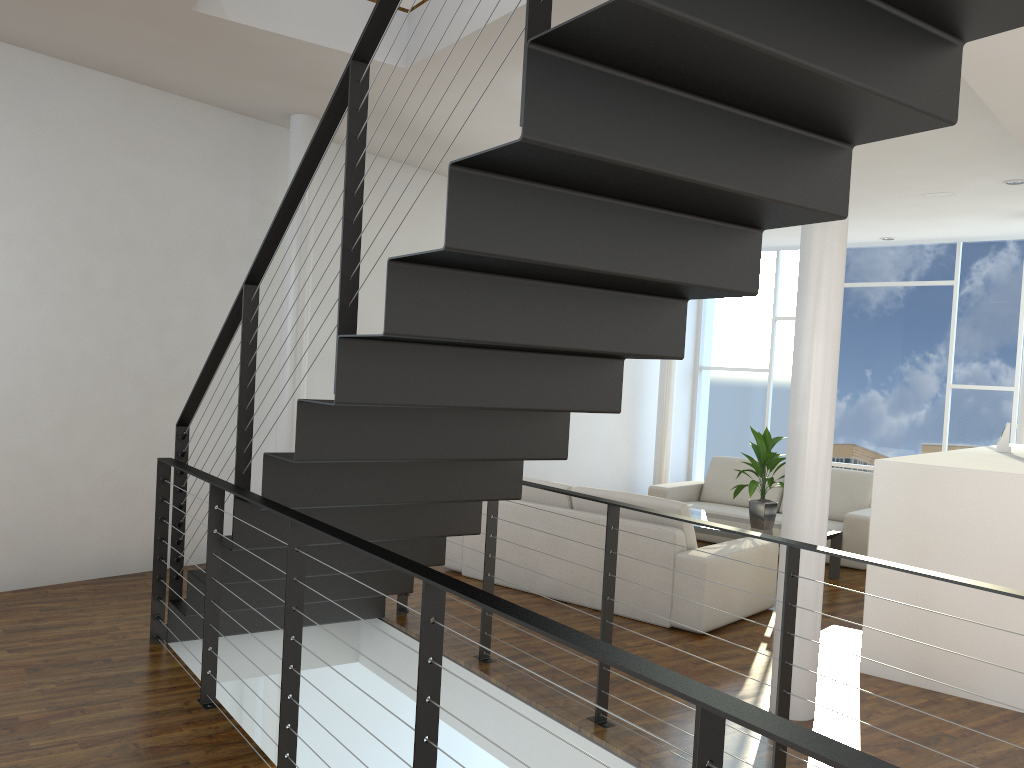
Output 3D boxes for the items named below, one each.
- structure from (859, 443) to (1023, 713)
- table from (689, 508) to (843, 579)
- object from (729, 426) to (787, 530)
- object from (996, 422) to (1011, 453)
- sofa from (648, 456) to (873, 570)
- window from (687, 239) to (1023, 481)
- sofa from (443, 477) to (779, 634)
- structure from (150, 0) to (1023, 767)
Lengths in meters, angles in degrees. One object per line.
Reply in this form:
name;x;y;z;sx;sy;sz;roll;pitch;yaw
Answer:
structure;2.587;0.101;4.295;0.749;2.208;2.751;5;2;39
table;1.120;0.964;5.505;1.607;0.285;0.661;4;1;40
object;1.480;0.543;5.156;0.431;0.601;0.458;4;2;25
object;2.518;0.272;4.532;0.061;0.151;0.100;4;2;26
sofa;1.850;0.854;6.305;1.609;0.566;0.803;4;1;41
window;3.244;-1.584;7.725;3.411;5.639;0.090;4;2;39
sofa;0.483;0.791;4.662;1.609;0.566;0.803;4;1;40
structure;0.203;0.610;2.058;1.094;6.302;4.356;2;2;-35
